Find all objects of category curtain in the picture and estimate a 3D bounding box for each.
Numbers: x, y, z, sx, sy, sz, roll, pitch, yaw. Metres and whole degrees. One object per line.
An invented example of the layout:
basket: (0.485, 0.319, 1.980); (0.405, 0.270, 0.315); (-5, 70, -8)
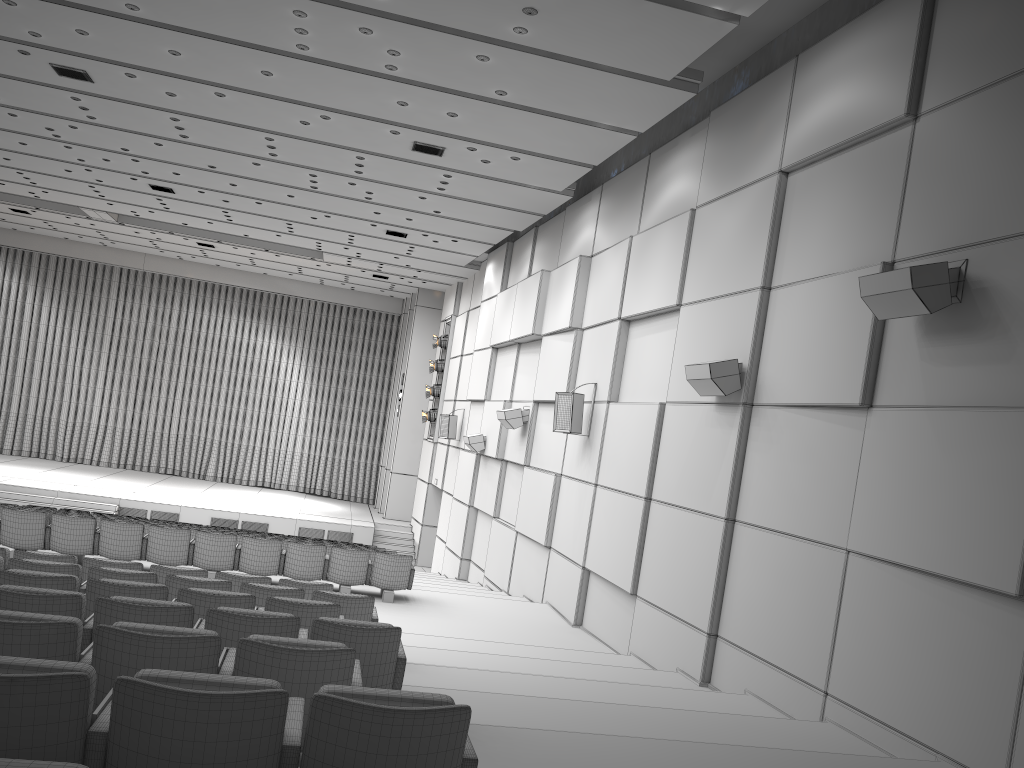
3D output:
curtain: (-11.522, -0.527, 27.347); (16.166, 6.521, 1.426); (9, 1, -12)

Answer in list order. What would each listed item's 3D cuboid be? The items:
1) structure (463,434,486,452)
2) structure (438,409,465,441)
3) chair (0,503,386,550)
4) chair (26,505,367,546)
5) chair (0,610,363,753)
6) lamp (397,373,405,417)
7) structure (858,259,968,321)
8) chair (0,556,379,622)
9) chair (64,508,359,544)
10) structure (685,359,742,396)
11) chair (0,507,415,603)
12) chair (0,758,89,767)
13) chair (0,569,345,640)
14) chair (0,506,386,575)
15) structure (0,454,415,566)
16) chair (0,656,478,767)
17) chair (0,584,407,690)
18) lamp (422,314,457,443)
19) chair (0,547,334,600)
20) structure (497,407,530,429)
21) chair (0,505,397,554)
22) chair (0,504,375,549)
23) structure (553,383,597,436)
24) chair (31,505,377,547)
structure: (-0.694, 1.132, 17.448); (0.472, 0.417, 0.519); (9, -2, -14)
structure: (-1.379, 0.898, 20.116); (0.407, 0.744, 0.412); (8, 0, 36)
chair: (-5.470, 2.728, 15.288); (6.614, 0.622, 0.611); (9, -1, -12)
chair: (-5.695, 2.908, 16.371); (6.063, 0.622, 0.611); (9, -1, -12)
chair: (-7.080, 0.402, 2.616); (13.229, 0.622, 0.611); (9, -1, -12)
lamp: (-3.078, 0.358, 25.620); (0.438, 1.478, 0.384); (8, 1, -15)
structure: (2.716, -0.657, 6.026); (0.472, 0.418, 0.519); (9, -2, -16)
chair: (-7.779, 0.937, 5.859); (13.780, 0.622, 0.611); (9, -1, -12)
chair: (-6.145, 3.267, 18.542); (6.063, 0.622, 0.611); (9, -1, -12)
structure: (1.971, -0.087, 8.471); (0.472, 0.417, 0.519); (9, -2, -14)
chair: (-4.504, 2.021, 10.972); (6.615, 0.622, 0.611); (9, -1, -12)
chair: (-6.598, 0.049, 0.458); (13.229, 0.622, 0.611); (9, -1, -12)
chair: (-7.563, 0.756, 4.775); (13.229, 0.622, 0.611); (9, -1, -12)
chair: (-4.729, 2.201, 12.054); (6.063, 0.622, 0.611); (9, -1, -12)
structure: (-11.396, 3.046, 24.334); (17.858, 0.845, 8.307); (9, -3, -12)
chair: (-6.813, 0.230, 1.543); (13.780, 0.622, 0.611); (9, -1, -12)
chair: (-7.296, 0.583, 3.701); (13.780, 0.622, 0.611); (9, -1, -12)
lamp: (-1.868, -0.123, 23.237); (0.757, 3.340, 1.018); (8, 1, -16)
chair: (-8.046, 1.109, 6.933); (13.229, 0.622, 0.611); (9, -1, -12)
structure: (0.017, 0.556, 14.989); (0.472, 0.417, 0.519); (9, -2, -16)
chair: (-4.987, 2.375, 13.130); (6.614, 0.622, 0.611); (9, -1, -12)
chair: (-5.212, 2.554, 14.212); (6.063, 0.622, 0.611); (9, -1, -12)
structure: (0.846, 0.318, 12.005); (0.407, 0.744, 0.412); (8, 0, 36)
chair: (-5.953, 3.082, 17.446); (6.614, 0.622, 0.611); (9, -1, -12)
